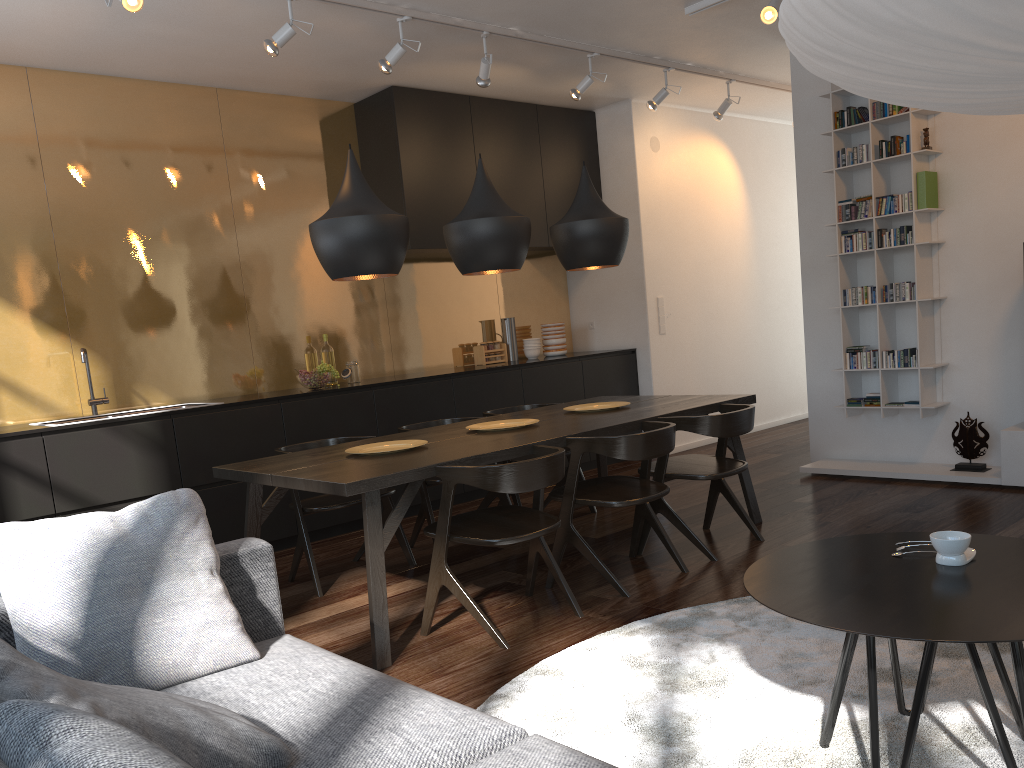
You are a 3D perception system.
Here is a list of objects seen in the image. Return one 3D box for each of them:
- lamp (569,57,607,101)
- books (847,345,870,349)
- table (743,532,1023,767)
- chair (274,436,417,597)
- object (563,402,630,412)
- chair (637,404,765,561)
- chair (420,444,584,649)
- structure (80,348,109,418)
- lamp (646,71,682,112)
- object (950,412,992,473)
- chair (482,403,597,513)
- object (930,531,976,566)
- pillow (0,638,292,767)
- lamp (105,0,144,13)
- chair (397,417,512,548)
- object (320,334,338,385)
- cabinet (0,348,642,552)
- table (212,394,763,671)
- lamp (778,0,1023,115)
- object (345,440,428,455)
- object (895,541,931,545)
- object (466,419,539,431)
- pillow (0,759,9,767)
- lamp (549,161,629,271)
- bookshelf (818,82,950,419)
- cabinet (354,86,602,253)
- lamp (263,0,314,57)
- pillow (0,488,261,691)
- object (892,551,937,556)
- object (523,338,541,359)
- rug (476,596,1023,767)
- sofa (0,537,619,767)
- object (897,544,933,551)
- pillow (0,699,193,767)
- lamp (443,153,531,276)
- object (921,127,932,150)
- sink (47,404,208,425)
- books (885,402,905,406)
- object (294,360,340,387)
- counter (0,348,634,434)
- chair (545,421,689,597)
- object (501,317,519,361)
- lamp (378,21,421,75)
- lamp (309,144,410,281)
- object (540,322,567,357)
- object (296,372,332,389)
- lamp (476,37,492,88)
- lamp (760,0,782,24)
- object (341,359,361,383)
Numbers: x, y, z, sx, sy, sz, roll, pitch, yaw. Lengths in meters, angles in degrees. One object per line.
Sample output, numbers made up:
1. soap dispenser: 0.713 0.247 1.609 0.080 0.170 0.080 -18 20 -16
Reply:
1. lamp: 0.474 -1.897 5.495 0.251 0.242 0.084 -4 8 19
2. books: 2.194 -0.232 5.598 0.092 0.012 0.111 -9 5 -41
3. table: 1.004 0.688 2.115 0.841 0.477 0.846 -9 6 -39
4. chair: -0.867 0.628 4.404 0.519 0.677 0.588 1 9 44
5. object: 0.449 0.124 4.676 0.353 0.017 0.355 -8 5 -38
6. chair: 0.918 0.460 4.296 0.589 0.677 0.519 -11 8 -43
7. chair: -0.036 0.607 3.445 0.589 0.677 0.519 -11 8 -43
8. structure: -2.282 -0.007 4.849 0.109 0.389 0.264 -9 7 -26
9. lamp: 1.029 -1.983 5.988 0.251 0.242 0.084 -3 8 24
10. object: 2.689 0.333 5.192 0.120 0.354 0.212 -12 9 -41
11. chair: 0.127 0.478 5.245 0.589 0.677 0.519 -11 8 -42
12. object: 1.093 0.401 2.174 0.138 0.070 0.091 -8 6 -29
13. pillow: -0.675 0.538 1.455 0.492 0.324 0.440 -3 6 30
14. lamp: -1.561 -1.571 3.490 0.251 0.242 0.084 -2 8 35
15. chair: -0.323 0.547 4.848 0.589 0.677 0.519 -11 8 -43
16. object: -1.234 -0.166 5.934 0.092 0.342 0.091 -3 8 15
17. cabinet: -1.064 0.454 5.809 5.028 0.908 0.732 -9 7 -41
18. table: 0.026 0.544 4.270 2.483 0.685 1.106 -9 6 -41
19. lamp: 1.169 -0.608 1.318 1.468 0.212 1.460 -6 4 -5
20. object: -0.538 0.276 3.803 0.353 0.017 0.355 -8 5 -38
21. object: 1.098 0.418 2.324 0.168 0.015 0.014 -3 6 35
22. object: -0.045 0.200 4.240 0.356 0.017 0.352 -4 4 29
23. pillow: -0.338 0.491 0.692 0.275 0.479 0.838 -11 7 -41
24. lamp: 0.394 -0.872 4.568 0.411 0.546 0.407 -5 6 6
25. bookshelf: 2.277 -0.833 5.413 0.225 2.094 0.638 -12 10 -41
26. cabinet: -0.159 -1.531 6.645 1.942 1.059 0.531 -10 8 -41
27. lamp: -1.047 -1.664 4.135 0.251 0.241 0.084 -6 7 -1
28. pillow: -0.869 0.482 1.985 0.490 0.418 0.286 -10 8 -42
29. object: 1.035 0.431 2.254 0.124 0.010 0.025 -5 4 15
30. object: 0.163 -0.284 7.087 0.157 0.161 0.153 -7 6 -13
31. rug: 1.184 0.905 2.113 2.841 0.012 2.812 -4 4 28
32. sofa: 0.305 0.706 1.346 2.025 0.677 3.065 -9 5 -41
33. object: 1.082 0.422 2.285 0.164 0.016 0.025 -4 5 23
34. pillow: -0.220 0.500 0.778 0.290 0.401 0.666 -11 7 -41
35. lamp: -0.122 -0.793 4.111 0.411 0.546 0.407 -3 7 25
36. object: 2.405 -1.417 5.129 0.045 0.141 0.064 1 9 39
37. sink: -1.179 -0.002 5.628 3.390 0.246 0.481 -9 6 -42
38. books: 2.385 0.125 5.473 0.092 0.012 0.111 -9 5 -41
39. object: -1.208 -0.056 5.481 0.178 0.174 0.237 -2 6 33
40. counter: -1.107 0.006 5.749 5.025 0.002 0.731 -9 5 -41
41. chair: 0.465 0.529 3.896 0.589 0.677 0.519 -11 8 -41
42. object: -0.007 -0.353 7.008 0.163 0.343 0.114 -11 9 -38
43. lamp: -0.580 -1.735 4.560 0.251 0.242 0.084 -4 7 15
44. lamp: -0.638 -0.713 3.655 0.410 0.546 0.408 -6 6 -8
45. object: 0.342 -0.363 7.214 0.198 0.267 0.196 -3 7 23
46. object: -1.222 -0.016 5.489 0.219 0.098 0.217 -5 4 6
47. lamp: -0.190 -1.038 5.822 0.089 1.863 1.821 -7 6 -8
48. lamp: 1.307 -1.913 4.437 0.085 0.242 0.248 -1 7 30
49. object: -1.068 -0.083 5.873 0.088 0.153 0.175 -2 6 26
